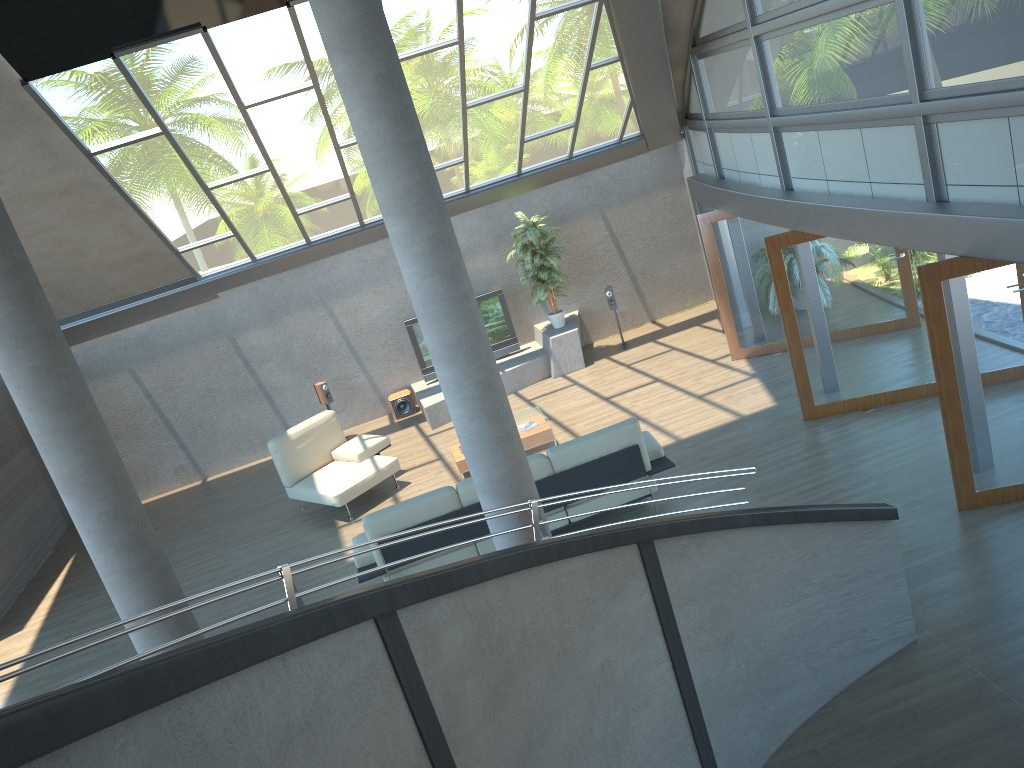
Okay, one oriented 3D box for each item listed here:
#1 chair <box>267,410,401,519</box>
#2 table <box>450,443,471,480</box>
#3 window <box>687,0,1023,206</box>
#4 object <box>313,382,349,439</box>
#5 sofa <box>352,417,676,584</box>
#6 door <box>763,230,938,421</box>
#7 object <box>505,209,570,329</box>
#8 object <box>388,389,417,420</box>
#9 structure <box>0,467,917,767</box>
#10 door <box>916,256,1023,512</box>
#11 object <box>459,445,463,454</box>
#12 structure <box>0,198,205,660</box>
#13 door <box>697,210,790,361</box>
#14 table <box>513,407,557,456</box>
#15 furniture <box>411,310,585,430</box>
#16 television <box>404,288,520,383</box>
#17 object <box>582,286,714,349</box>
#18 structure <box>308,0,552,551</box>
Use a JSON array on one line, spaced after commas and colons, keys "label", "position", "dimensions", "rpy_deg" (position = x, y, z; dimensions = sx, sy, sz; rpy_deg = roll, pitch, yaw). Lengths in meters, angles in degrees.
[{"label": "chair", "position": [-2.090, 0.931, 10.964], "dimensions": [1.244, 1.023, 1.217], "rpy_deg": [0, 24, 46]}, {"label": "table", "position": [-0.118, 0.764, 10.812], "dimensions": [1.200, 0.250, 0.600], "rpy_deg": [-19, 16, -6]}, {"label": "window", "position": [3.759, -2.132, 4.848], "dimensions": [1.098, 6.630, 16.616], "rpy_deg": [-20, 16, -8]}, {"label": "object", "position": [-2.741, 0.427, 13.386], "dimensions": [0.234, 0.959, 0.171], "rpy_deg": [0, 24, 46]}, {"label": "sofa", "position": [-0.033, 1.083, 8.494], "dimensions": [3.079, 0.947, 1.166], "rpy_deg": [-20, 16, -7]}, {"label": "door", "position": [3.820, -0.765, 8.630], "dimensions": [2.298, 1.977, 0.200], "rpy_deg": [-13, 17, 16]}, {"label": "object", "position": [0.462, -1.727, 13.338], "dimensions": [0.932, 1.857, 0.895], "rpy_deg": [-3, 21, 40]}, {"label": "object", "position": [-1.711, 0.307, 13.835], "dimensions": [0.362, 0.323, 0.425], "rpy_deg": [-19, 16, -6]}, {"label": "structure", "position": [-0.033, 1.081, 3.600], "dimensions": [2.349, 3.653, 6.809], "rpy_deg": [-8, 19, 30]}, {"label": "door", "position": [4.237, -0.183, 6.282], "dimensions": [2.298, 1.977, 0.200], "rpy_deg": [-13, 17, 14]}, {"label": "object", "position": [-0.595, 0.778, 10.637], "dimensions": [0.070, 0.101, 0.085], "rpy_deg": [-20, 16, -8]}, {"label": "structure", "position": [-2.798, -0.372, 4.997], "dimensions": [0.382, 7.125, 0.381], "rpy_deg": [-19, 16, -6]}, {"label": "door", "position": [3.646, -1.413, 10.939], "dimensions": [2.298, 1.977, 0.200], "rpy_deg": [-11, 17, 22]}, {"label": "table", "position": [0.241, 0.583, 10.840], "dimensions": [0.400, 0.342, 0.680], "rpy_deg": [-19, 16, -6]}, {"label": "furniture", "position": [-0.067, -0.252, 13.480], "dimensions": [2.936, 0.610, 1.577], "rpy_deg": [-19, 16, -6]}, {"label": "television", "position": [-0.747, -0.726, 13.663], "dimensions": [1.568, 1.063, 0.396], "rpy_deg": [-19, 16, -6]}, {"label": "object", "position": [-0.965, -0.597, 14.943], "dimensions": [21.345, 0.982, 7.863], "rpy_deg": [-19, 16, -3]}, {"label": "structure", "position": [-0.617, -1.141, 5.248], "dimensions": [0.381, 7.125, 0.382], "rpy_deg": [-6, 20, 36]}]
